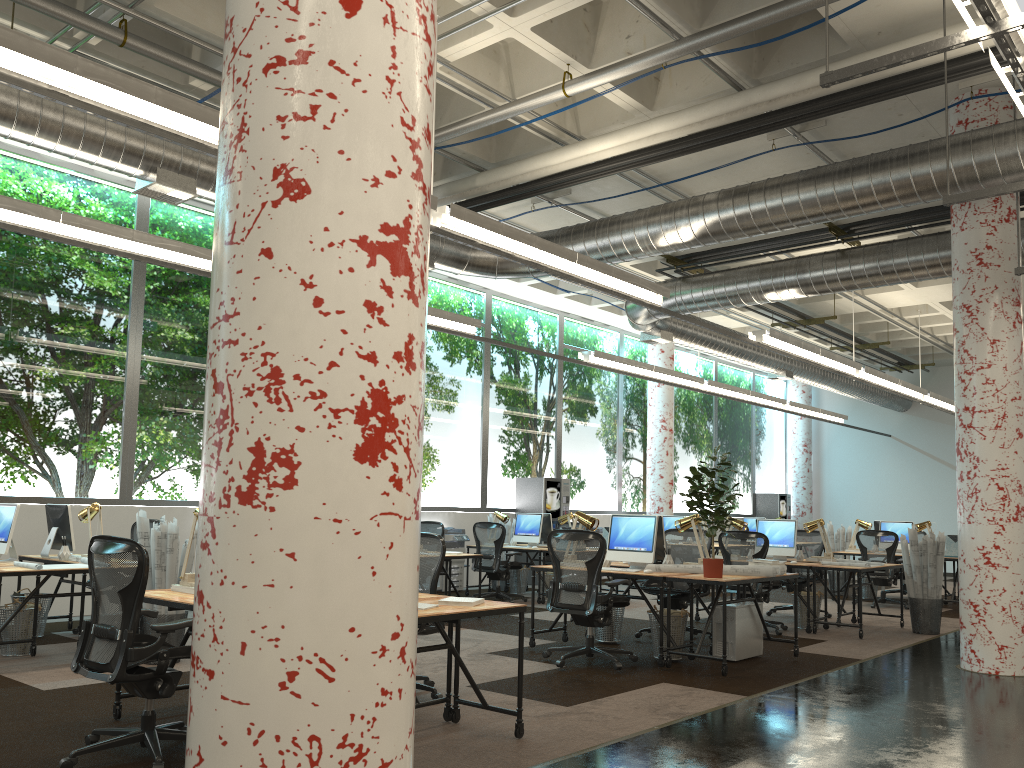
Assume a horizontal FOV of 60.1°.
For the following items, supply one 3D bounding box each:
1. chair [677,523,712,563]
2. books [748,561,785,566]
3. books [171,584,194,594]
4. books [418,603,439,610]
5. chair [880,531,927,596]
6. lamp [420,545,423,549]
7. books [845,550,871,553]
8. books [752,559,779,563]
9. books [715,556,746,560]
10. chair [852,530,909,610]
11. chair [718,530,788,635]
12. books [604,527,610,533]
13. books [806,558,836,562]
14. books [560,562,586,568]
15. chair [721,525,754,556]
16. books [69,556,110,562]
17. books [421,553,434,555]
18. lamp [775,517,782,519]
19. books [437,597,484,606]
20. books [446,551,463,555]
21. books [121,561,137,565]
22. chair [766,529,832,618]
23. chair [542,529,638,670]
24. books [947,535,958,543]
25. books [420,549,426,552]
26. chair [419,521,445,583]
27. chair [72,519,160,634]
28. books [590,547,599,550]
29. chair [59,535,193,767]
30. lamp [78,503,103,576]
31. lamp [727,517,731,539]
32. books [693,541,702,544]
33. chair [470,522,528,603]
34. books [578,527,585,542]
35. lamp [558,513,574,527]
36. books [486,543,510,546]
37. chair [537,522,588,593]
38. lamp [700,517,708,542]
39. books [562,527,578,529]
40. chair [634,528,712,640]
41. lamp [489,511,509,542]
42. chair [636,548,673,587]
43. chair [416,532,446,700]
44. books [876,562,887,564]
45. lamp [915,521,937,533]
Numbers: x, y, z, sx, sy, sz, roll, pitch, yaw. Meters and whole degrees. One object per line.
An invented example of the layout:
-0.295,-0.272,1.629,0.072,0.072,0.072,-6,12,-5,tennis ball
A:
3.421,3.156,16.635,0.771,1.080,0.796,-1,-7,24,chair
2.255,1.599,7.844,0.193,0.044,0.258,6,-9,-31,books
-1.837,1.209,5.239,0.309,0.038,0.226,-6,-11,40,books
-0.538,1.171,4.679,0.243,0.019,0.206,-1,-8,18,books
6.309,2.869,14.165,0.771,1.080,0.796,-1,-7,24,chair
-1.162,1.792,10.496,0.209,0.608,0.529,4,-7,-29,lamp
5.260,2.541,13.469,0.309,0.038,0.226,-6,-11,40,books
2.245,1.566,7.837,0.185,0.030,0.153,-5,-10,38,books
2.596,2.062,10.528,0.309,0.038,0.226,-6,-11,40,books
5.268,2.634,12.674,0.771,1.080,0.796,-1,-7,24,chair
2.604,2.155,9.733,0.771,1.080,0.796,-1,-7,24,chair
1.435,2.205,12.676,0.234,0.309,0.068,-4,-7,41,books
3.662,2.077,10.466,0.309,0.038,0.226,-6,-11,40,books
0.609,1.653,8.121,0.309,0.038,0.226,-6,-11,40,books
4.494,3.317,17.597,0.771,1.080,0.796,-1,-7,24,chair
-3.651,1.512,7.652,0.309,0.038,0.226,-6,-11,40,books
-0.955,1.921,10.012,0.243,0.019,0.206,-1,-8,18,books
5.582,3.058,18.319,0.219,0.608,0.529,4,-7,-29,lamp
-0.281,1.207,4.913,0.200,0.023,0.236,-1,-8,14,books
-0.698,1.957,10.245,0.200,0.023,0.236,-1,-8,14,books
-3.138,1.507,7.448,0.243,0.019,0.206,3,-8,-12,books
3.644,2.391,11.224,0.771,1.080,0.796,-1,-7,24,chair
0.617,1.746,7.326,0.771,1.080,0.796,-1,-7,24,chair
6.258,2.281,12.452,0.234,0.309,0.068,-4,-7,41,books
-1.189,1.974,10.509,0.309,0.038,0.226,-6,-11,40,books
-1.206,2.288,11.267,0.771,1.080,0.796,-1,-7,24,chair
-3.668,1.826,8.410,0.771,1.080,0.796,-1,-7,24,chair
1.192,2.311,12.438,0.200,0.023,0.236,-1,-8,14,books
-1.829,1.302,4.444,0.771,1.080,0.796,-1,-7,24,chair
-3.624,1.330,7.639,0.209,0.608,0.529,4,-7,-29,lamp
4.463,3.049,18.434,0.219,0.608,0.529,4,-7,-29,lamp
3.438,2.843,15.877,0.309,0.038,0.226,-6,-11,40,books
-0.213,2.434,12.135,0.771,1.080,0.796,-1,-7,24,chair
0.873,2.100,12.024,0.234,0.309,0.068,-4,-7,41,books
0.875,2.174,12.857,0.219,0.608,0.529,4,-7,-29,lamp
-0.222,2.341,12.930,0.309,0.038,0.226,-6,-11,40,books
0.827,2.669,13.626,0.771,1.080,0.796,-1,-7,24,chair
3.469,2.661,15.866,0.219,0.608,0.529,4,-7,-29,lamp
0.777,2.081,11.913,0.234,0.309,0.068,-4,-7,41,books
1.657,1.981,8.817,0.771,1.080,0.796,-1,-7,24,chair
-0.240,2.166,12.975,0.209,0.608,0.529,4,-7,-29,lamp
2.380,2.921,15.144,0.771,1.080,0.796,-1,-7,24,chair
-0.789,1.538,5.935,0.771,1.080,0.796,-1,-7,24,chair
4.175,2.072,10.262,0.243,0.019,0.206,3,-8,-12,books
6.357,2.374,13.396,0.219,0.608,0.529,4,-7,-29,lamp
